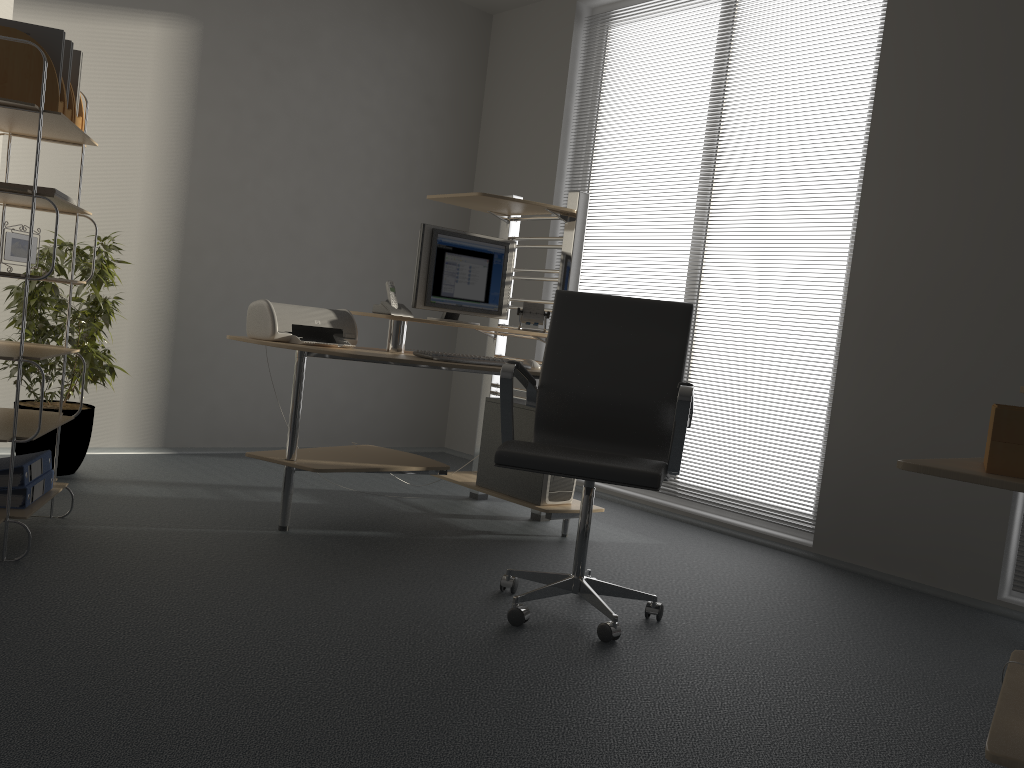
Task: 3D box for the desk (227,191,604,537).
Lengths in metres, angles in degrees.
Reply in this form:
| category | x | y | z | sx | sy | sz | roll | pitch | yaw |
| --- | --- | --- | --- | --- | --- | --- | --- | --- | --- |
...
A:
| category | x | y | z | sx | sy | sz | roll | pitch | yaw |
| --- | --- | --- | --- | --- | --- | --- | --- | --- | --- |
| desk | -0.310 | -0.160 | 3.768 | 1.469 | 1.566 | 0.967 | 4 | 4 | -42 |

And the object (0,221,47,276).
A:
| category | x | y | z | sx | sy | sz | roll | pitch | yaw |
| --- | --- | --- | --- | --- | --- | --- | --- | --- | --- |
| object | -1.616 | -0.444 | 2.920 | 0.077 | 0.161 | 0.192 | 7 | 3 | 4 |

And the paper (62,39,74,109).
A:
| category | x | y | z | sx | sy | sz | roll | pitch | yaw |
| --- | --- | --- | --- | --- | --- | --- | --- | --- | --- |
| paper | -1.598 | -1.015 | 2.965 | 0.213 | 0.297 | 0.045 | 6 | 3 | -14 |

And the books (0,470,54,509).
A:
| category | x | y | z | sx | sy | sz | roll | pitch | yaw |
| --- | --- | --- | --- | --- | --- | --- | --- | --- | --- |
| books | -1.714 | 0.339 | 2.959 | 0.262 | 0.072 | 0.320 | 6 | 3 | -14 |

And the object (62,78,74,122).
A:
| category | x | y | z | sx | sy | sz | roll | pitch | yaw |
| --- | --- | --- | --- | --- | --- | --- | --- | --- | --- |
| object | -1.593 | -0.993 | 2.947 | 0.243 | 0.259 | 0.113 | 6 | 3 | -14 |

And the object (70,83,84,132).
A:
| category | x | y | z | sx | sy | sz | roll | pitch | yaw |
| --- | --- | --- | --- | --- | --- | --- | --- | --- | --- |
| object | -1.619 | -1.003 | 3.068 | 0.243 | 0.259 | 0.113 | 6 | 3 | -12 |

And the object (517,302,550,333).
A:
| category | x | y | z | sx | sy | sz | roll | pitch | yaw |
| --- | --- | --- | --- | --- | --- | --- | --- | --- | --- |
| object | 0.098 | -0.314 | 4.174 | 0.154 | 0.135 | 0.093 | 6 | 3 | -5 |

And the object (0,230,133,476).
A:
| category | x | y | z | sx | sy | sz | roll | pitch | yaw |
| --- | --- | --- | --- | --- | --- | --- | --- | --- | --- |
| object | -2.028 | -0.156 | 4.041 | 0.544 | 1.147 | 0.644 | 6 | 3 | -13 |

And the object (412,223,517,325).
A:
| category | x | y | z | sx | sy | sz | roll | pitch | yaw |
| --- | --- | --- | --- | --- | --- | --- | --- | --- | --- |
| object | -0.242 | -0.494 | 4.139 | 0.516 | 0.418 | 0.245 | 5 | 4 | -27 |

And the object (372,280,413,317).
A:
| category | x | y | z | sx | sy | sz | roll | pitch | yaw |
| --- | --- | --- | --- | --- | --- | --- | --- | --- | --- |
| object | -0.515 | -0.376 | 3.881 | 0.119 | 0.151 | 0.150 | 9 | 4 | 34 |

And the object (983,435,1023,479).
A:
| category | x | y | z | sx | sy | sz | roll | pitch | yaw |
| --- | --- | --- | --- | --- | --- | --- | --- | --- | --- |
| object | 1.001 | 0.142 | 1.544 | 0.309 | 0.060 | 0.225 | 8 | 4 | 27 |

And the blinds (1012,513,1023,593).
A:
| category | x | y | z | sx | sy | sz | roll | pitch | yaw |
| --- | --- | --- | --- | --- | --- | --- | --- | --- | --- |
| blinds | 2.801 | -0.435 | 2.733 | 0.022 | 2.770 | 1.950 | 4 | 4 | -42 |

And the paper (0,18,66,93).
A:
| category | x | y | z | sx | sy | sz | roll | pitch | yaw |
| --- | --- | --- | --- | --- | --- | --- | --- | --- | --- |
| paper | -1.565 | -1.004 | 2.846 | 0.213 | 0.297 | 0.045 | 6 | 3 | -17 |

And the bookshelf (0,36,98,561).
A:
| category | x | y | z | sx | sy | sz | roll | pitch | yaw |
| --- | --- | --- | --- | --- | --- | --- | --- | --- | --- |
| bookshelf | -1.660 | -0.267 | 2.933 | 0.381 | 1.572 | 0.724 | 6 | 3 | -15 |

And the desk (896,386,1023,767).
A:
| category | x | y | z | sx | sy | sz | roll | pitch | yaw |
| --- | --- | --- | --- | --- | --- | --- | --- | --- | --- |
| desk | 1.539 | 0.176 | 1.700 | 1.469 | 1.566 | 0.967 | 4 | 4 | -42 |

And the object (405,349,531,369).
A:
| category | x | y | z | sx | sy | sz | roll | pitch | yaw |
| --- | --- | --- | --- | --- | --- | --- | --- | --- | --- |
| object | -0.317 | -0.107 | 3.907 | 0.478 | 0.082 | 0.814 | 4 | 4 | -34 |

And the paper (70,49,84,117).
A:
| category | x | y | z | sx | sy | sz | roll | pitch | yaw |
| --- | --- | --- | --- | --- | --- | --- | --- | --- | --- |
| paper | -1.622 | -1.024 | 3.087 | 0.213 | 0.297 | 0.045 | 6 | 3 | -12 |

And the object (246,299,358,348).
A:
| category | x | y | z | sx | sy | sz | roll | pitch | yaw |
| --- | --- | --- | --- | --- | --- | --- | --- | --- | --- |
| object | -0.806 | -0.241 | 3.637 | 0.351 | 0.162 | 0.438 | 9 | 4 | 40 |

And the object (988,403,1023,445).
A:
| category | x | y | z | sx | sy | sz | roll | pitch | yaw |
| --- | --- | --- | --- | --- | --- | --- | --- | --- | --- |
| object | 1.007 | 0.086 | 1.541 | 0.309 | 0.060 | 0.225 | 8 | 4 | 27 |

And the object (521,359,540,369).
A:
| category | x | y | z | sx | sy | sz | roll | pitch | yaw |
| --- | --- | --- | --- | --- | --- | --- | --- | --- | --- |
| object | -0.084 | -0.097 | 4.157 | 0.168 | 0.088 | 0.742 | 4 | 4 | -40 |

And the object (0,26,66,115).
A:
| category | x | y | z | sx | sy | sz | roll | pitch | yaw |
| --- | --- | --- | --- | --- | --- | --- | --- | --- | --- |
| object | -1.560 | -0.982 | 2.828 | 0.243 | 0.259 | 0.113 | 6 | 3 | -17 |

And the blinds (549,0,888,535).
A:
| category | x | y | z | sx | sy | sz | roll | pitch | yaw |
| --- | --- | --- | --- | --- | --- | --- | --- | --- | --- |
| blinds | 0.946 | -0.772 | 4.805 | 0.037 | 2.749 | 1.950 | 4 | 4 | -42 |

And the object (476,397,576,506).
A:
| category | x | y | z | sx | sy | sz | roll | pitch | yaw |
| --- | --- | --- | --- | --- | --- | --- | --- | --- | --- |
| object | 0.081 | 0.304 | 4.088 | 0.199 | 0.422 | 0.471 | 4 | 4 | -42 |

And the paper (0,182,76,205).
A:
| category | x | y | z | sx | sy | sz | roll | pitch | yaw |
| --- | --- | --- | --- | --- | --- | --- | --- | --- | --- |
| paper | -1.629 | -0.638 | 3.007 | 0.213 | 0.046 | 0.297 | 6 | 3 | -15 |

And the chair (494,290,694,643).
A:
| category | x | y | z | sx | sy | sz | roll | pitch | yaw |
| --- | --- | --- | --- | --- | --- | --- | --- | --- | --- |
| chair | 0.262 | 0.221 | 2.849 | 0.584 | 1.048 | 0.652 | 7 | 3 | 14 |

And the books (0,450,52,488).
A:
| category | x | y | z | sx | sy | sz | roll | pitch | yaw |
| --- | --- | --- | --- | --- | --- | --- | --- | --- | --- |
| books | -1.717 | 0.284 | 2.953 | 0.263 | 0.100 | 0.320 | 6 | 3 | -14 |
